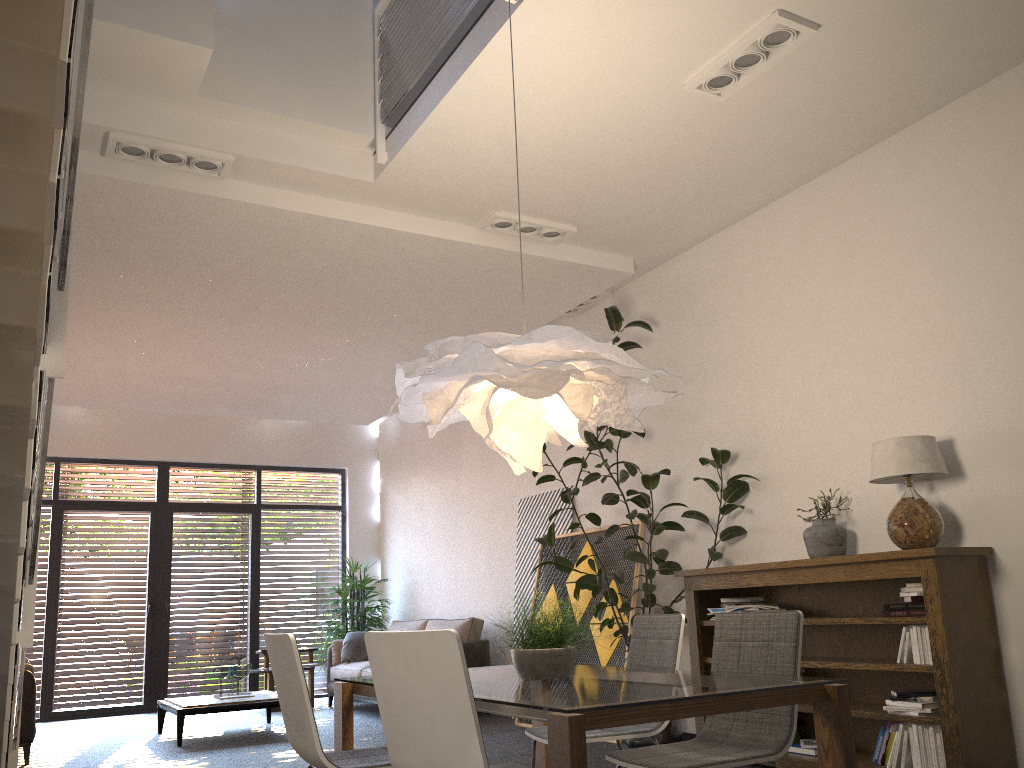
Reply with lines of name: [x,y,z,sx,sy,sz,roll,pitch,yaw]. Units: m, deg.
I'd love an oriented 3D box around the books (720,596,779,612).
books: [1.501,1.404,5.612,0.322,0.107,0.276,-4,-14,5]

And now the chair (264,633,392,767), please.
chair: [-0.564,1.350,3.178,0.602,0.909,0.480,4,-14,-27]

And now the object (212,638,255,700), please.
object: [-1.300,-0.429,4.425,0.366,4.424,9.007,1,-14,-18]

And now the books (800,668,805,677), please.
books: [1.634,1.747,5.322,0.216,0.068,0.159,3,-15,-20]

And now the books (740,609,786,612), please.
books: [1.547,1.400,5.452,0.166,0.023,0.230,4,-16,-25]

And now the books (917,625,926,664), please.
books: [2.076,1.294,4.406,0.135,0.187,0.015,5,-14,-29]

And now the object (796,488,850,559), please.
object: [1.809,0.817,5.155,0.277,0.408,0.388,-12,-16,37]

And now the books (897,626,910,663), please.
books: [2.022,1.323,4.500,0.135,0.180,0.078,5,-14,-29]

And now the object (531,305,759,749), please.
object: [0.786,0.935,6.309,2.022,3.165,0.913,-12,-15,37]

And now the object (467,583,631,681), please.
object: [0.131,0.900,3.226,0.533,0.363,0.674,7,-16,-34]

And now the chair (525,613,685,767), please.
chair: [0.403,1.442,3.704,0.602,0.909,0.480,2,-13,-20]

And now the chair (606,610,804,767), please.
chair: [0.681,1.258,3.033,0.602,0.909,0.479,4,-14,-29]

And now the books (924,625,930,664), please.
books: [2.107,1.288,4.387,0.136,0.186,0.018,5,-14,-29]

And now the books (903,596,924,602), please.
books: [2.105,1.075,4.445,0.225,0.029,0.181,-6,-15,12]

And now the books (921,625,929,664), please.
books: [2.095,1.291,4.400,0.135,0.187,0.015,5,-14,-29]

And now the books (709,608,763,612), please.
books: [1.458,1.444,5.663,0.320,0.011,0.254,-11,-17,31]

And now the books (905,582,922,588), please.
books: [2.114,1.016,4.491,0.206,0.022,0.156,11,-20,-43]

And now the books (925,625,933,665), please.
books: [2.100,1.282,4.365,0.135,0.187,0.015,5,-14,-29]

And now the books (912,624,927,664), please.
books: [2.062,1.297,4.417,0.136,0.186,0.018,5,-14,-29]

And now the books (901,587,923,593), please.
books: [2.109,1.038,4.482,0.243,0.023,0.177,-6,-15,15]

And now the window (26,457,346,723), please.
window: [-4.229,2.353,10.562,4.951,2.995,0.464,5,-14,-29]

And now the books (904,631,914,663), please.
books: [2.033,1.330,4.481,0.120,0.156,0.057,5,-14,-29]

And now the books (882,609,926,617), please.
books: [2.066,1.156,4.479,0.231,0.034,0.288,8,-18,-36]

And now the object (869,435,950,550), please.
object: [2.087,0.584,4.634,0.391,0.576,0.392,-9,-14,28]

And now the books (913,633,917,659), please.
books: [2.061,1.316,4.433,0.120,0.157,0.016,5,-14,-29]

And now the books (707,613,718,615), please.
books: [1.452,1.463,5.653,0.320,0.011,0.254,-15,-19,40]

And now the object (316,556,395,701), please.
object: [-1.911,2.942,10.749,0.916,1.704,0.986,-8,-13,25]

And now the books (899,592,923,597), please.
books: [2.109,1.054,4.456,0.243,0.019,0.176,-1,-14,-5]

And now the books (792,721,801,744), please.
books: [1.625,2.044,5.266,0.168,0.239,0.105,5,-14,-29]

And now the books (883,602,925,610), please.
books: [1.422,-2.712,2.712,0.360,6.634,5.450,-5,-13,10]

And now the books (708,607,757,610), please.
books: [1.454,1.435,5.673,0.320,0.011,0.254,-13,-18,35]

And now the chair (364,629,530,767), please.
chair: [-0.073,1.182,2.611,0.604,0.909,0.478,9,-17,-43]

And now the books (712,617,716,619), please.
books: [1.467,1.477,5.626,0.319,0.011,0.254,-11,-16,29]

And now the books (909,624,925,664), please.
books: [2.064,1.308,4.461,0.136,0.186,0.018,5,-14,-29]

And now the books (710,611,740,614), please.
books: [1.461,1.449,5.642,0.320,0.011,0.254,-11,-17,31]
